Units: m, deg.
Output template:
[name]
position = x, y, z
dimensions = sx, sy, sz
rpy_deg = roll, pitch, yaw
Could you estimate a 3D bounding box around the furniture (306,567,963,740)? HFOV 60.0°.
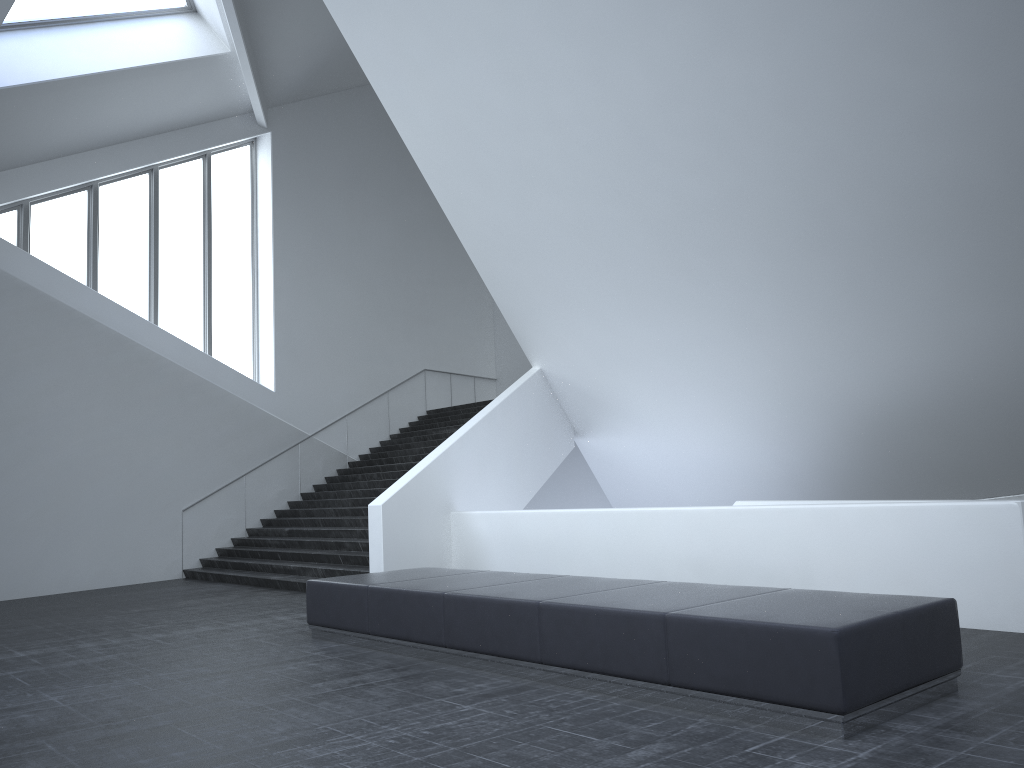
[furniture]
position = 0.385, 1.946, 7.226
dimensions = 1.488, 0.580, 5.742
rpy_deg = 3, -9, -41
